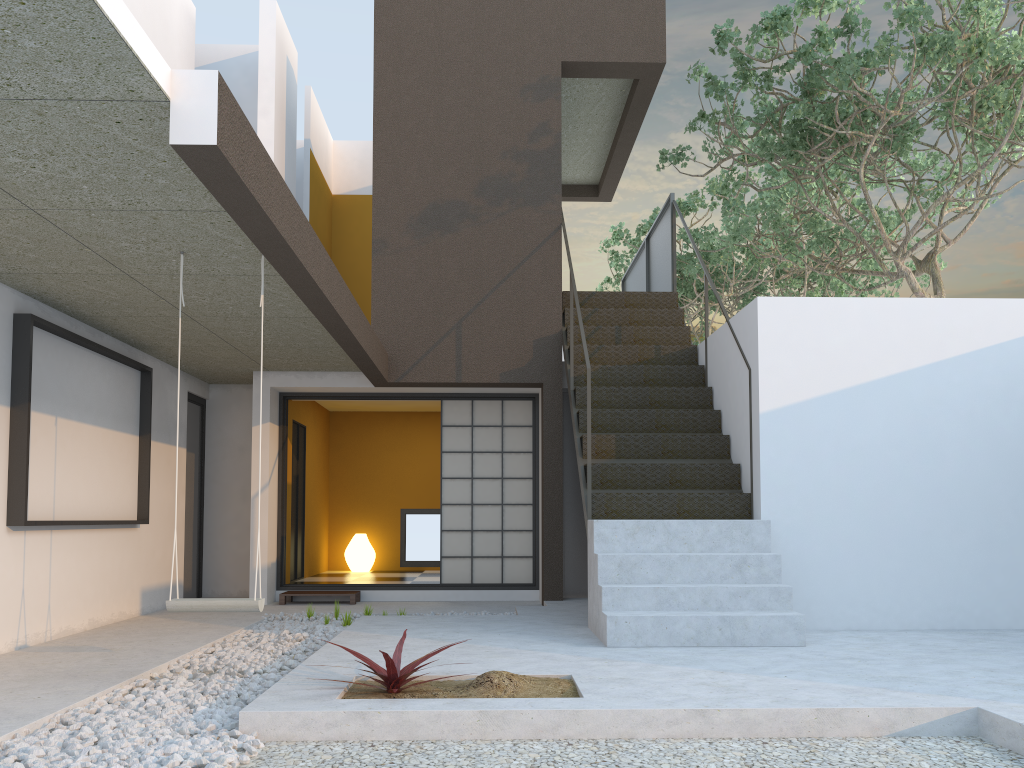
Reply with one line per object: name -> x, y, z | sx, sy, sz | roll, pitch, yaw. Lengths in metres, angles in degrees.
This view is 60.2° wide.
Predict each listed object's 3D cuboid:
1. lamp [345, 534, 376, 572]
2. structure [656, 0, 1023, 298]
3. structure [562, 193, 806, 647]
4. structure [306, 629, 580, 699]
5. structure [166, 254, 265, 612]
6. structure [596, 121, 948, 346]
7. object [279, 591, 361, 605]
lamp -> -1.923, 2.147, 11.177 | 0.387, 0.497, 0.397 | 1, -6, -13
structure -> 3.877, -2.111, 8.168 | 4.340, 3.677, 5.785 | 3, -8, -21
structure -> 1.029, 0.055, 8.471 | 1.158, 3.918, 6.605 | 0, -7, -2
structure -> -0.290, 1.270, 3.896 | 1.203, 0.290, 0.753 | 0, -8, -2
structure -> -1.508, 0.235, 4.549 | 0.462, 1.856, 0.129 | 0, -3, -2
structure -> 4.271, -1.228, 14.765 | 5.515, 4.673, 7.353 | 3, -8, -21
object -> -1.816, 2.029, 8.382 | 0.703, 0.100, 0.353 | 0, -8, -2
